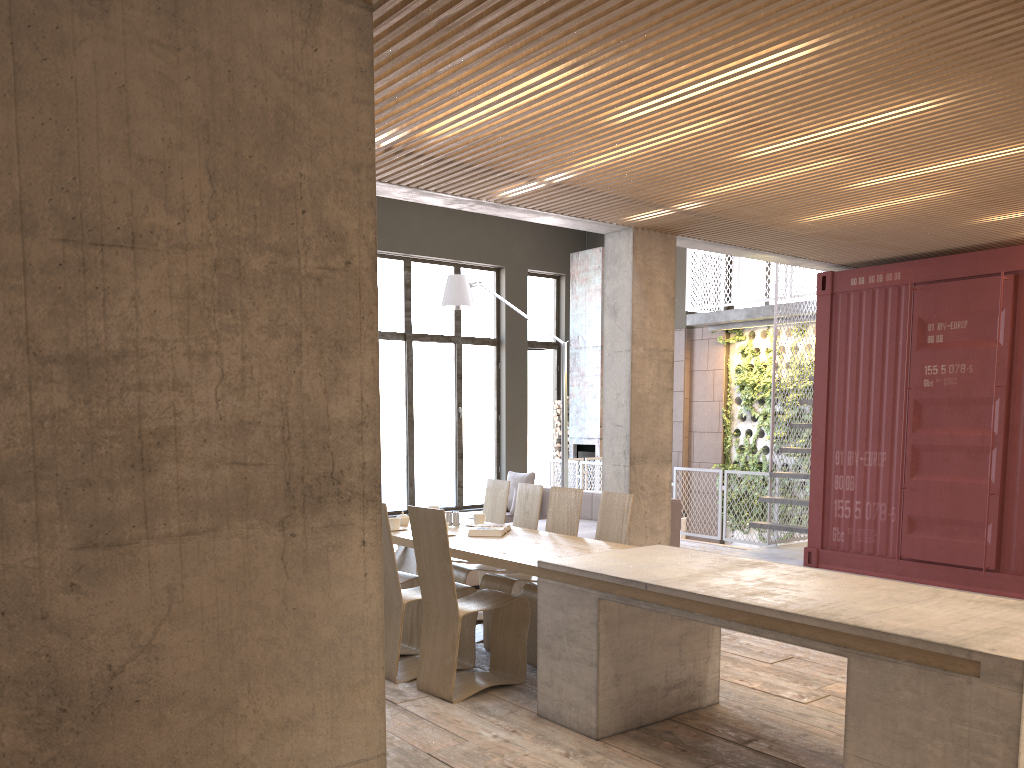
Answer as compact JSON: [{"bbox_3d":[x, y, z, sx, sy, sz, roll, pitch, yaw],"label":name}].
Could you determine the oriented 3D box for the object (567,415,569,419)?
[{"bbox_3d":[1.133,0.599,15.916,0.422,0.072,0.067,1,1,-38],"label":"object"}]

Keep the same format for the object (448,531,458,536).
[{"bbox_3d":[-0.506,1.085,6.322,0.185,0.014,0.184,1,-2,-25],"label":"object"}]

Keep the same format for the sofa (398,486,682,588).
[{"bbox_3d":[-0.179,1.696,10.205,3.002,0.794,2.985,1,-2,-38],"label":"sofa"}]

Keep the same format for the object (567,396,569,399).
[{"bbox_3d":[1.117,0.248,15.884,0.331,0.056,0.087,1,0,-38],"label":"object"}]

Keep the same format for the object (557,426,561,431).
[{"bbox_3d":[1.011,0.821,16.091,0.436,0.094,0.092,1,1,-38],"label":"object"}]

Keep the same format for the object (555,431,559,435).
[{"bbox_3d":[0.979,0.900,16.130,0.421,0.068,0.067,1,1,-38],"label":"object"}]

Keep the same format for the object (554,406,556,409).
[{"bbox_3d":[0.942,0.431,16.094,0.362,0.069,0.122,1,-1,-37],"label":"object"}]

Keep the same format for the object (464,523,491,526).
[{"bbox_3d":[-0.257,1.103,6.854,0.185,0.014,0.184,-2,-2,39],"label":"object"}]

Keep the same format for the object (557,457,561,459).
[{"bbox_3d":[0.966,1.381,16.092,0.293,0.108,0.098,1,2,-37],"label":"object"}]

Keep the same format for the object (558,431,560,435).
[{"bbox_3d":[1.028,0.900,16.067,0.421,0.068,0.067,1,1,-38],"label":"object"}]

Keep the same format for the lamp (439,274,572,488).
[{"bbox_3d":[0.155,0.429,11.618,0.751,3.467,2.612,5,6,40],"label":"lamp"}]

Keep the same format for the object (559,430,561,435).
[{"bbox_3d":[1.073,0.888,16.005,0.478,0.084,0.093,1,1,-38],"label":"object"}]

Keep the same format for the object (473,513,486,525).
[{"bbox_3d":[-0.256,1.061,6.863,0.093,0.089,0.116,0,1,6],"label":"object"}]

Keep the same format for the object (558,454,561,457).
[{"bbox_3d":[0.994,1.306,16.097,0.331,0.057,0.088,1,0,-38],"label":"object"}]

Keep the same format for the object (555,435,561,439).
[{"bbox_3d":[0.989,0.969,16.053,0.478,0.084,0.093,1,1,-38],"label":"object"}]

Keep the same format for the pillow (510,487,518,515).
[{"bbox_3d":[0.163,1.520,11.295,0.376,0.377,0.167,1,5,26],"label":"pillow"}]

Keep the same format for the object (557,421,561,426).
[{"bbox_3d":[0.965,0.719,16.016,0.293,0.108,0.098,1,2,-37],"label":"object"}]

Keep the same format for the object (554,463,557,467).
[{"bbox_3d":[0.922,1.491,16.212,0.364,0.110,0.088,1,2,-38],"label":"object"}]

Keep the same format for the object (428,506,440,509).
[{"bbox_3d":[-0.667,1.082,7.459,0.093,0.089,0.116,0,1,6],"label":"object"}]

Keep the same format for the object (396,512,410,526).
[{"bbox_3d":[-0.856,1.058,6.882,0.088,0.113,0.122,3,4,44],"label":"object"}]

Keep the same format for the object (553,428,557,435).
[{"bbox_3d":[0.910,0.873,16.156,0.362,0.127,0.063,1,3,-39],"label":"object"}]

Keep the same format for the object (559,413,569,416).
[{"bbox_3d":[1.047,0.547,15.969,0.434,0.080,0.114,1,0,-38],"label":"object"}]

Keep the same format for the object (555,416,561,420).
[{"bbox_3d":[0.987,0.622,16.015,0.478,0.084,0.093,1,1,-38],"label":"object"}]

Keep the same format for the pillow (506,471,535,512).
[{"bbox_3d":[0.087,1.425,11.549,0.220,0.564,0.560,-4,4,-36],"label":"pillow"}]

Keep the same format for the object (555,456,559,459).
[{"bbox_3d":[0.944,1.375,16.192,0.292,0.104,0.100,1,2,-36],"label":"object"}]

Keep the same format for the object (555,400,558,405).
[{"bbox_3d":[0.978,0.344,16.042,0.454,0.091,0.090,1,1,-39],"label":"object"}]

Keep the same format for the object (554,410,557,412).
[{"bbox_3d":[0.941,0.503,16.085,0.424,0.087,0.066,1,2,-40],"label":"object"}]

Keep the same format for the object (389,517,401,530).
[{"bbox_3d":[-0.891,1.056,6.606,0.093,0.089,0.116,1,1,17],"label":"object"}]

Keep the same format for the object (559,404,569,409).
[{"bbox_3d":[1.027,0.405,15.904,0.361,0.085,0.103,1,0,-38],"label":"object"}]

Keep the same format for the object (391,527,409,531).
[{"bbox_3d":[-0.892,1.095,6.619,0.185,0.014,0.184,1,-2,-34],"label":"object"}]

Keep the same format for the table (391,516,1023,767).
[{"bbox_3d":[0.544,1.481,5.353,1.008,0.931,5.167,-2,0,-38],"label":"table"}]

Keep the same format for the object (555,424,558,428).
[{"bbox_3d":[0.887,0.759,16.057,0.250,0.074,0.045,1,3,-38],"label":"object"}]

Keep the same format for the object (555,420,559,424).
[{"bbox_3d":[0.943,0.712,16.116,0.292,0.104,0.100,1,2,-36],"label":"object"}]

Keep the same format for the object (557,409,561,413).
[{"bbox_3d":[1.032,0.494,15.965,0.478,0.084,0.093,1,1,-38],"label":"object"}]

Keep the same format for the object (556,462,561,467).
[{"bbox_3d":[1.011,1.483,16.167,0.436,0.094,0.092,1,1,-38],"label":"object"}]

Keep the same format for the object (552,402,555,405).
[{"bbox_3d":[0.916,0.361,16.075,0.422,0.070,0.067,1,1,-38],"label":"object"}]
